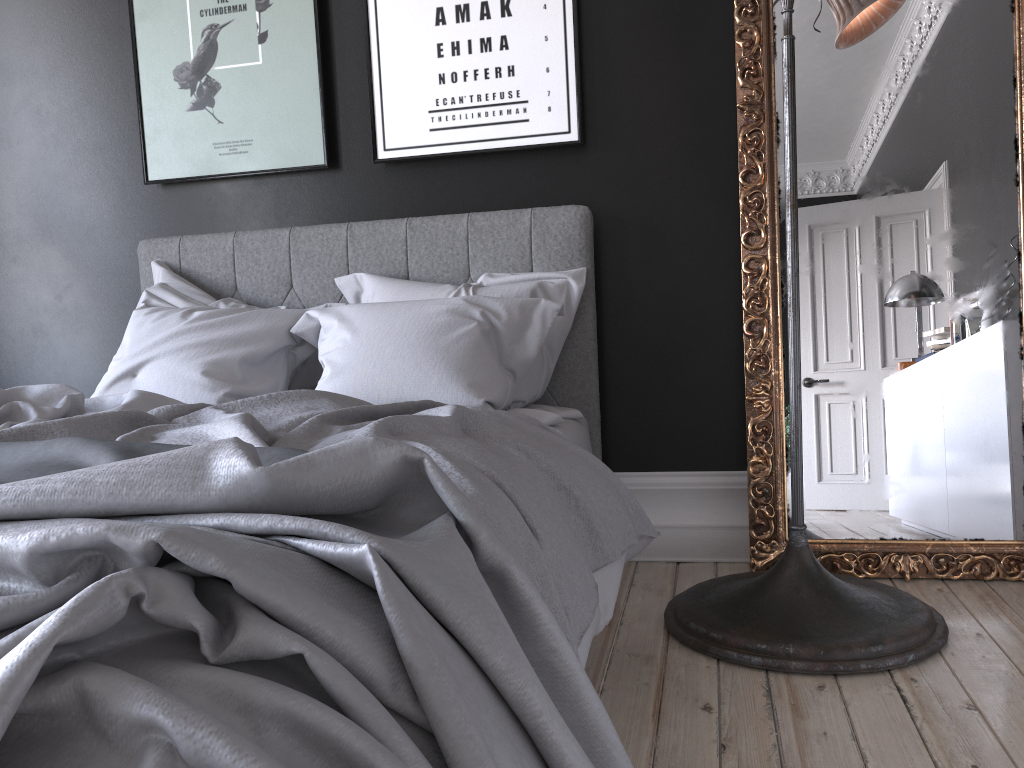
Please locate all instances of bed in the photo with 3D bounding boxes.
[{"bbox_3d":[-0.981,0.171,1.933,2.765,1.300,3.278,-3,4,1],"label":"bed"}]

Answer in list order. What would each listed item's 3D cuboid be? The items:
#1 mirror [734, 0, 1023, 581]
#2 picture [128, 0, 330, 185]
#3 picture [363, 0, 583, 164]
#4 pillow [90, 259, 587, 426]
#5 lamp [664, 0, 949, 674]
[{"bbox_3d":[1.253,-0.461,2.884,0.991,2.196,0.254,-2,5,13],"label":"mirror"},{"bbox_3d":[-1.106,-1.344,3.400,0.792,1.080,0.014,-2,5,13],"label":"picture"},{"bbox_3d":[-0.160,-1.376,3.186,0.792,1.080,0.014,-2,5,13],"label":"picture"},{"bbox_3d":[-0.692,-0.108,2.982,1.830,0.761,0.679,-2,5,13],"label":"pillow"},{"bbox_3d":[0.768,-0.519,2.439,0.771,2.415,0.986,-8,7,-44],"label":"lamp"}]
